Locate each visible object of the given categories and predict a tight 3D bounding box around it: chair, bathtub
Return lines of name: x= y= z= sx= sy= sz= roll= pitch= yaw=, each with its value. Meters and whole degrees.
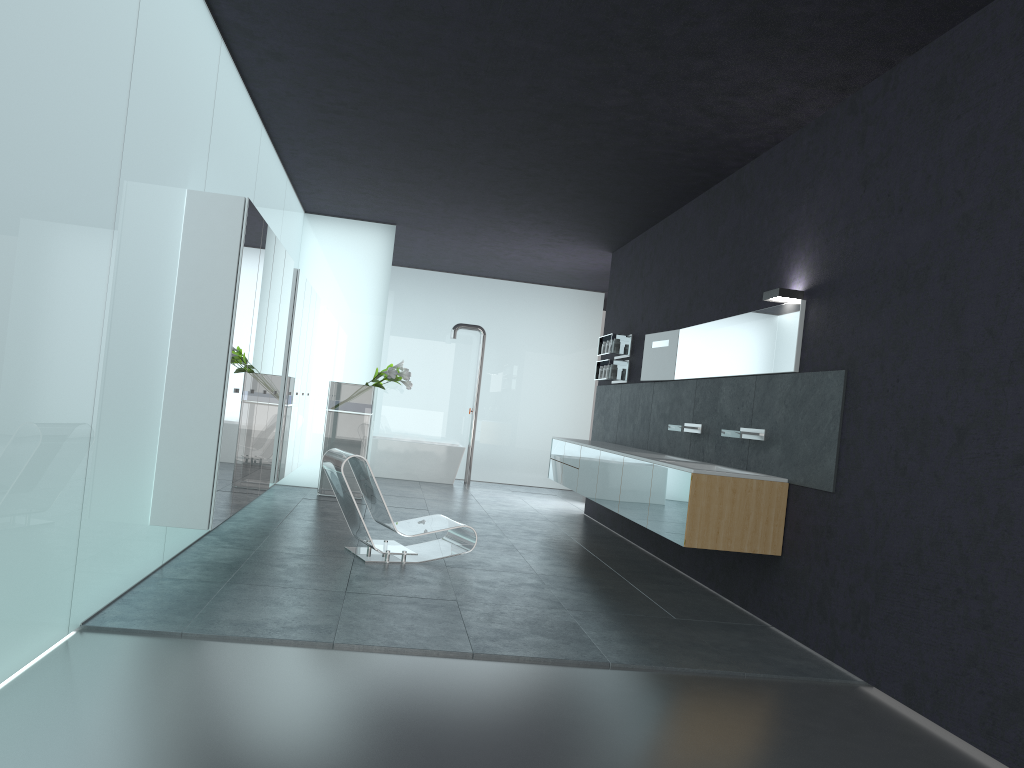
chair: x=-0.975 y=1.054 z=7.654 sx=1.262 sy=0.871 sz=0.628 roll=7 pitch=-1 yaw=-26
bathtub: x=-1.853 y=1.218 z=15.561 sx=1.978 sy=0.858 sz=0.960 roll=6 pitch=-1 yaw=-8

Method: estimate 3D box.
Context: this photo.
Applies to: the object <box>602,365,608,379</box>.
object: x=1.238 y=-0.148 z=11.616 sx=0.096 sy=0.184 sz=0.068 roll=6 pitch=-1 yaw=1

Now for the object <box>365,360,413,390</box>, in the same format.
object: x=-1.827 y=0.004 z=11.735 sx=1.025 sy=0.779 sz=0.974 roll=7 pitch=-1 yaw=-15

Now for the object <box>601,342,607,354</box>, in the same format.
object: x=1.245 y=-0.470 z=11.832 sx=0.096 sy=0.184 sz=0.067 roll=6 pitch=-1 yaw=-16

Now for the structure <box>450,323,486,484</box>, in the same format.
structure: x=-0.903 y=0.368 z=15.683 sx=0.643 sy=2.871 sz=0.123 roll=6 pitch=-1 yaw=-8

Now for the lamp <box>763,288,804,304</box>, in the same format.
lamp: x=2.035 y=-0.662 z=6.655 sx=0.198 sy=0.066 sz=0.277 roll=6 pitch=-2 yaw=-8

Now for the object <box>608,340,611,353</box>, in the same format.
object: x=1.299 y=-0.477 z=11.433 sx=0.096 sy=0.184 sz=0.067 roll=6 pitch=-1 yaw=-9

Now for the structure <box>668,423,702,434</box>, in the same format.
structure: x=1.653 y=0.416 z=8.519 sx=0.186 sy=0.088 sz=0.482 roll=6 pitch=-2 yaw=-8

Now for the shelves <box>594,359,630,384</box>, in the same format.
shelves: x=1.298 y=-0.167 z=11.557 sx=0.265 sy=0.285 sz=0.770 roll=6 pitch=-2 yaw=-8

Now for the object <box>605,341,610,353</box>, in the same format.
object: x=1.274 y=-0.474 z=11.619 sx=0.096 sy=0.184 sz=0.068 roll=6 pitch=-1 yaw=1

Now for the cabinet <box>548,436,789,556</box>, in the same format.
cabinet: x=1.241 y=0.971 z=9.129 sx=0.734 sy=0.556 sz=5.583 roll=6 pitch=-2 yaw=-8

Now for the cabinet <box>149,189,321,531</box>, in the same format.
cabinet: x=-2.457 y=-0.106 z=8.804 sx=0.398 sy=2.215 sz=6.004 roll=6 pitch=-2 yaw=-8

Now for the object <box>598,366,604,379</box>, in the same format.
object: x=1.210 y=-0.145 z=11.829 sx=0.096 sy=0.184 sz=0.067 roll=6 pitch=-1 yaw=-16

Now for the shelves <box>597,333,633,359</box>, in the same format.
shelves: x=1.333 y=-0.492 z=11.561 sx=0.265 sy=0.285 sz=0.770 roll=6 pitch=-2 yaw=-8

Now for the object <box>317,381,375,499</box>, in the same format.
object: x=-2.204 y=0.740 z=11.841 sx=0.585 sy=1.491 sz=0.575 roll=6 pitch=-1 yaw=-8

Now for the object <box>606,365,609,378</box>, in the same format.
object: x=1.264 y=-0.151 z=11.430 sx=0.096 sy=0.184 sz=0.067 roll=6 pitch=-1 yaw=-9

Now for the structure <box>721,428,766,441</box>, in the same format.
structure: x=1.843 y=0.392 z=7.113 sx=0.186 sy=0.088 sz=0.482 roll=6 pitch=-2 yaw=-8

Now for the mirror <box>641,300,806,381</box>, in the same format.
mirror: x=1.845 y=-0.321 z=8.320 sx=0.109 sy=0.532 sz=3.722 roll=6 pitch=-2 yaw=-9
